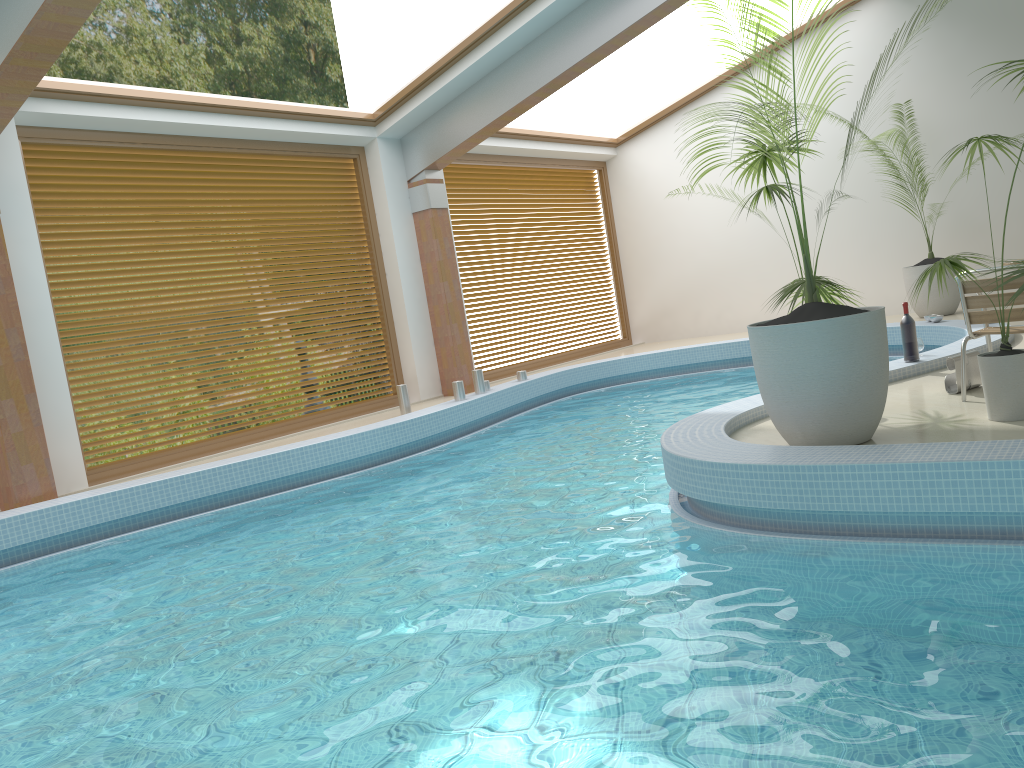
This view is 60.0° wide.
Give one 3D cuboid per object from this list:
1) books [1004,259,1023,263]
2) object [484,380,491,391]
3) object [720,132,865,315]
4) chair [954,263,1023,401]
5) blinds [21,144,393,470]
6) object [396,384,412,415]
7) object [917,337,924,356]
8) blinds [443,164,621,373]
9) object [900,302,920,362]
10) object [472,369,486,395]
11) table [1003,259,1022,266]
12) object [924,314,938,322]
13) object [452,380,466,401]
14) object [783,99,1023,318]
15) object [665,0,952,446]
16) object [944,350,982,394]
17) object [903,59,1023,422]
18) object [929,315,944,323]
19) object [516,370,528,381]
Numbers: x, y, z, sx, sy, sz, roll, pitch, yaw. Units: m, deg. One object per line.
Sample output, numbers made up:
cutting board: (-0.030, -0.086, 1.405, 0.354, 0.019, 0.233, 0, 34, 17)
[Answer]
books: (3.142, -0.759, 5.397, 0.241, 0.004, 0.166, -10, 5, -10)
object: (-0.295, 0.022, 9.578, 0.115, 0.107, 0.115, -9, 5, -3)
object: (1.704, -0.655, 5.375, 0.791, 1.695, 1.059, -7, 5, 25)
chair: (2.881, -0.321, 4.961, 0.563, 0.727, 0.618, -13, 6, -39)
blinds: (-2.866, -0.879, 8.928, 0.095, 2.921, 4.200, -5, 6, 38)
object: (-1.103, 0.168, 9.067, 0.115, 0.320, 0.115, -9, 5, -3)
object: (3.078, -0.283, 6.741, 0.102, 0.137, 0.102, -14, 7, -43)
blinds: (0.255, -1.730, 12.985, 0.095, 2.921, 4.414, -5, 6, 38)
object: (2.884, -0.379, 6.450, 0.109, 0.435, 0.109, -11, 5, -17)
object: (-0.348, -0.023, 9.338, 0.115, 0.254, 0.115, -10, 5, -11)
table: (3.404, -0.430, 5.376, 0.700, 0.720, 0.700, -12, 6, -32)
object: (4.427, -0.692, 9.362, 0.140, 0.069, 0.140, -8, 5, 7)
object: (-0.536, 0.070, 8.957, 0.115, 0.194, 0.115, -10, 5, -11)
object: (5.085, -2.299, 10.629, 2.979, 2.960, 2.729, -9, 5, 3)
object: (1.479, -1.195, 4.550, 2.729, 2.960, 2.979, -12, 6, -34)
object: (2.739, -0.073, 5.388, 0.272, 0.223, 0.081, -12, 6, -32)
object: (2.436, -0.678, 4.306, 0.791, 1.695, 1.059, -10, 5, -16)
object: (4.395, -0.671, 9.183, 0.140, 0.069, 0.140, -8, 5, 7)
object: (0.113, -0.093, 10.145, 0.115, 0.107, 0.115, -9, 5, -3)
